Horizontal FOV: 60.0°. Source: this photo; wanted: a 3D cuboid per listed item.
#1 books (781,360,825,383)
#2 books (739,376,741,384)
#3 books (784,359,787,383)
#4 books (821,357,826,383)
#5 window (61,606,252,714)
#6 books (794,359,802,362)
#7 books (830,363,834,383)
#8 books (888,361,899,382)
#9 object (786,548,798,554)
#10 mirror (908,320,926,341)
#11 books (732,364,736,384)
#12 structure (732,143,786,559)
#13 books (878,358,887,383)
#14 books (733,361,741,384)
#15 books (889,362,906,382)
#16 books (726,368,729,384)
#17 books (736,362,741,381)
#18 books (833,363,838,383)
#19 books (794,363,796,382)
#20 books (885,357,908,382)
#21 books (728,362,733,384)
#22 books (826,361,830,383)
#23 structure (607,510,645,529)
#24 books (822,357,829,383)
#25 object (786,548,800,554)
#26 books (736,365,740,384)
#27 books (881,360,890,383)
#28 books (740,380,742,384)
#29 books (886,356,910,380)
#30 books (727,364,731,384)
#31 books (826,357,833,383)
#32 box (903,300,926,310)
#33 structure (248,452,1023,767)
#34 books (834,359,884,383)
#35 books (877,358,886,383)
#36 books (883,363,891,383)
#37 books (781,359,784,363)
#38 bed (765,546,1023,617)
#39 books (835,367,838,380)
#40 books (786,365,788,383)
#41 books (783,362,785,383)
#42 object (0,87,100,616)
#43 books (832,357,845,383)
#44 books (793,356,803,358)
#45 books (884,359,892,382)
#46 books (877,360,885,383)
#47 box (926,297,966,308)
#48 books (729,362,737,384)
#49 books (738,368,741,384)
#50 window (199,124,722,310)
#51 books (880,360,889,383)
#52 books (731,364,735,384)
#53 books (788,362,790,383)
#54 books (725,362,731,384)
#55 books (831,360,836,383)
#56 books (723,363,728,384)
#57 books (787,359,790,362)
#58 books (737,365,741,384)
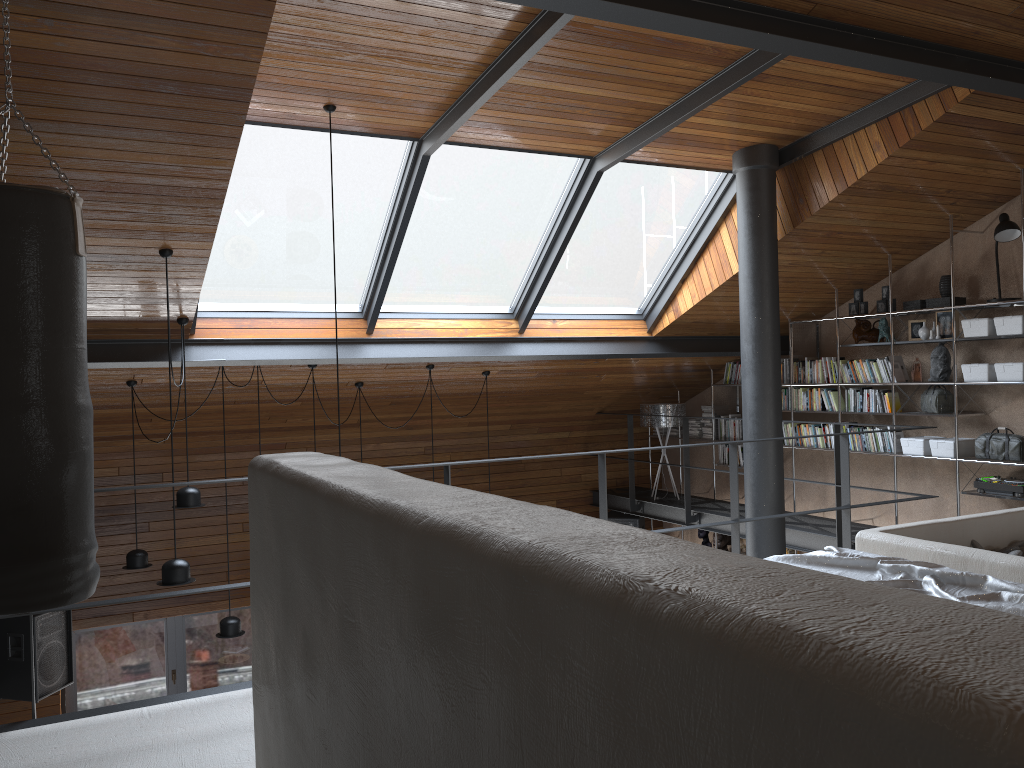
[{"bbox_3d":[2.721,-0.112,8.227,0.131,0.216,0.509,-2,0,-27],"label":"books"},{"bbox_3d":[2.360,-0.098,8.948,0.127,0.197,0.063,-2,0,-27],"label":"books"},{"bbox_3d":[2.648,-0.121,8.429,0.148,0.234,0.013,-2,0,-27],"label":"books"},{"bbox_3d":[2.857,-0.124,7.983,0.143,0.236,0.062,-2,0,-27],"label":"books"},{"bbox_3d":[-1.542,2.797,9.460,5.936,1.522,0.101,-2,0,-27],"label":"window"},{"bbox_3d":[2.678,-0.120,8.328,0.129,0.231,0.010,-2,0,-27],"label":"books"},{"bbox_3d":[2.899,-0.098,7.898,0.131,0.180,0.042,-2,0,-27],"label":"books"},{"bbox_3d":[3.181,-0.100,7.330,0.117,0.176,0.074,-2,0,-27],"label":"books"},{"bbox_3d":[2.672,1.656,8.380,0.131,0.280,0.208,-1,1,45],"label":"object"},{"bbox_3d":[3.298,-0.435,7.206,0.130,0.168,0.069,-1,0,33],"label":"mirror"},{"bbox_3d":[2.325,-0.102,9.061,0.146,0.208,0.071,-2,0,-27],"label":"books"},{"bbox_3d":[1.966,1.114,6.263,1.197,5.700,1.689,-2,0,-27],"label":"structure"},{"bbox_3d":[3.160,-0.117,7.430,0.170,0.209,0.082,-2,0,-28],"label":"books"},{"bbox_3d":[2.332,-0.117,9.029,0.143,0.233,0.081,-2,0,-27],"label":"books"},{"bbox_3d":[3.181,-0.097,7.317,0.112,0.169,0.068,-2,0,-27],"label":"books"},{"bbox_3d":[2.274,-0.094,9.142,0.131,0.178,0.057,-2,0,-27],"label":"books"},{"bbox_3d":[2.342,-0.112,9.018,0.129,0.226,0.069,-2,0,-27],"label":"books"},{"bbox_3d":[2.914,-0.098,7.865,0.131,0.180,0.042,-2,0,-27],"label":"books"},{"bbox_3d":[2.701,-0.106,8.308,0.129,0.203,0.021,-2,0,-27],"label":"books"},{"bbox_3d":[3.189,-0.119,7.357,0.161,0.215,0.092,-2,0,-27],"label":"books"},{"bbox_3d":[2.301,-0.113,9.120,0.148,0.229,0.073,-2,0,-27],"label":"books"},{"bbox_3d":[2.880,-0.107,7.936,0.139,0.201,0.057,-2,0,-27],"label":"books"},{"bbox_3d":[1.283,1.791,9.965,0.461,0.735,0.488,-1,0,23],"label":"structure"},{"bbox_3d":[2.855,-0.123,7.948,0.148,0.233,0.053,-2,0,-27],"label":"books"},{"bbox_3d":[2.673,1.561,8.674,0.215,0.458,0.328,-2,0,-22],"label":"object"},{"bbox_3d":[2.339,-0.098,8.996,0.127,0.197,0.063,-2,0,-27],"label":"books"},{"bbox_3d":[3.156,-0.108,7.391,0.127,0.192,0.079,-2,0,-27],"label":"books"},{"bbox_3d":[2.360,-0.084,8.938,0.119,0.169,0.058,-2,0,-27],"label":"books"},{"bbox_3d":[3.203,-0.131,7.358,0.177,0.209,0.082,-2,0,-27],"label":"books"},{"bbox_3d":[2.287,-0.106,9.131,0.149,0.202,0.067,-2,0,-27],"label":"books"},{"bbox_3d":[2.877,-0.124,7.905,0.148,0.233,0.053,-2,0,-27],"label":"books"},{"bbox_3d":[3.311,-0.633,7.152,0.208,0.079,0.207,-2,0,-13],"label":"box"},{"bbox_3d":[1.788,0.701,2.725,4.614,1.120,2.634,-2,0,-27],"label":"structure"},{"bbox_3d":[3.016,-0.110,7.634,0.139,0.206,0.497,-2,0,-27],"label":"books"},{"bbox_3d":[3.155,-0.117,7.438,0.164,0.209,0.084,-2,0,-27],"label":"books"},{"bbox_3d":[3.160,-0.094,7.372,0.119,0.166,0.072,-2,0,-27],"label":"books"},{"bbox_3d":[2.608,-0.120,8.494,0.148,0.234,0.033,-2,0,-27],"label":"books"},{"bbox_3d":[0.858,0.839,2.252,2.011,0.485,1.826,-2,0,-27],"label":"bed"},{"bbox_3d":[2.928,-0.109,7.858,0.137,0.201,0.047,-2,0,-27],"label":"books"},{"bbox_3d":[2.655,-0.092,8.404,0.128,0.176,0.009,-2,0,-27],"label":"books"},{"bbox_3d":[2.646,-0.107,8.444,0.148,0.206,0.014,-2,0,-27],"label":"books"},{"bbox_3d":[-1.547,-0.117,2.757,0.445,1.603,0.442,-2,0,1],"label":"object"},{"bbox_3d":[2.921,-0.125,7.888,0.148,0.233,0.053,-2,0,-27],"label":"books"},{"bbox_3d":[2.686,-0.139,8.351,0.143,0.268,0.020,-2,0,-27],"label":"books"},{"bbox_3d":[3.173,-0.110,7.367,0.125,0.200,0.088,-2,0,-27],"label":"books"},{"bbox_3d":[3.135,-0.107,7.438,0.127,0.192,0.079,-2,0,-27],"label":"books"},{"bbox_3d":[3.404,-0.634,6.955,0.208,0.079,0.207,-2,0,-30],"label":"box"},{"bbox_3d":[2.313,-0.112,9.096,0.160,0.228,0.080,-2,0,-27],"label":"books"},{"bbox_3d":[2.348,-0.098,8.954,0.127,0.197,0.063,-2,0,-27],"label":"books"},{"bbox_3d":[-0.288,-1.132,6.605,3.818,1.031,1.213,-2,0,-27],"label":"window"},{"bbox_3d":[3.144,-0.107,7.397,0.127,0.192,0.079,-2,0,-27],"label":"books"},{"bbox_3d":[2.308,-0.099,9.067,0.130,0.202,0.063,-2,0,-27],"label":"books"},{"bbox_3d":[2.666,-0.107,8.373,0.148,0.206,0.018,-2,0,-27],"label":"books"},{"bbox_3d":[2.288,-0.112,9.157,0.169,0.229,0.077,-2,0,-27],"label":"books"},{"bbox_3d":[2.910,-0.110,7.893,0.149,0.205,0.049,-2,0,-27],"label":"books"},{"bbox_3d":[2.260,-0.112,9.174,0.148,0.229,0.073,-2,0,-27],"label":"books"},{"bbox_3d":[2.663,-0.120,8.397,0.129,0.231,0.010,-2,0,-27],"label":"books"},{"bbox_3d":[2.354,-0.099,8.983,0.139,0.199,0.074,-2,0,-27],"label":"books"}]
